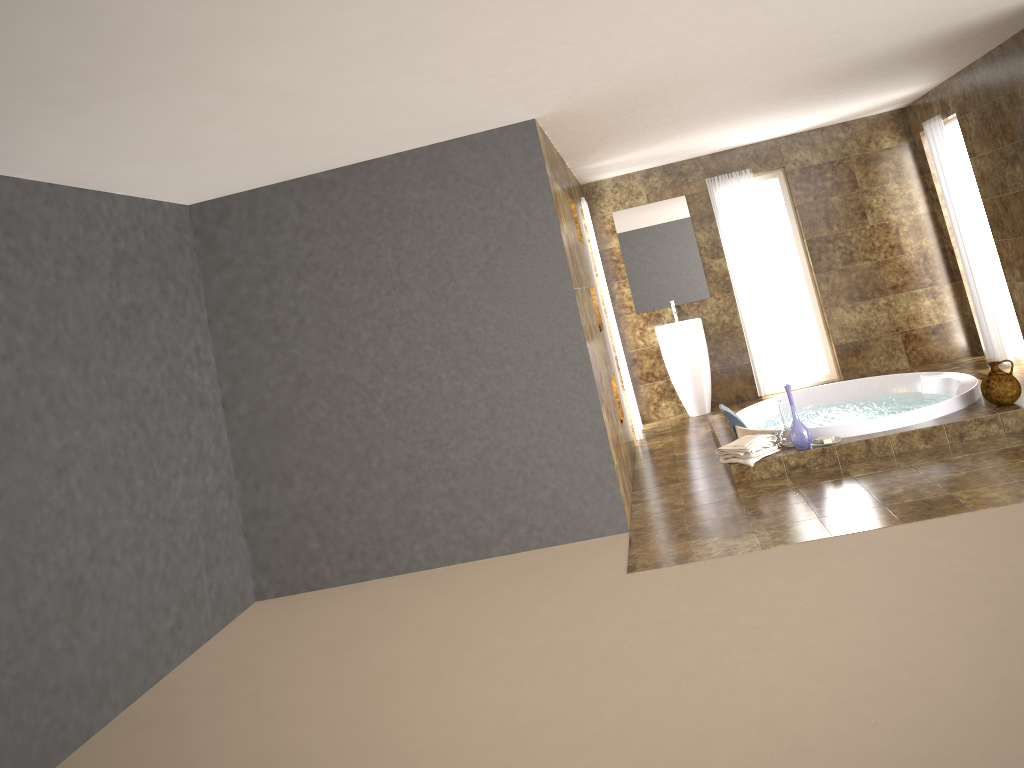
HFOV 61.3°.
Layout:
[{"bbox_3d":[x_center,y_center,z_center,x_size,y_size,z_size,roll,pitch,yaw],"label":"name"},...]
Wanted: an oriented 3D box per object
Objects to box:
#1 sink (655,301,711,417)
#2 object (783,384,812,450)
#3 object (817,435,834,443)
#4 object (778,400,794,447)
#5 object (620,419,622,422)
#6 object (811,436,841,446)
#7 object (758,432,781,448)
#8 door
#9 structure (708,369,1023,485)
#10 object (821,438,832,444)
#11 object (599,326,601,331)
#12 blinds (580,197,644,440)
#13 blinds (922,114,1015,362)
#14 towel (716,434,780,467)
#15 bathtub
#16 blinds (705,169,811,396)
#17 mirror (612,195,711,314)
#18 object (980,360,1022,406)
[{"bbox_3d":[1.718,-0.262,8.521,0.454,1.152,0.432,-13,-6,11],"label":"sink"},{"bbox_3d":[1.828,0.206,5.580,0.134,0.426,0.135,-14,-7,16],"label":"object"},{"bbox_3d":[2.016,0.355,5.551,0.099,0.033,0.062,-11,2,23],"label":"object"},{"bbox_3d":[1.806,0.256,5.714,0.128,0.312,0.129,-14,-6,16],"label":"object"},{"bbox_3d":[0.757,0.174,6.766,0.151,0.278,0.150,-13,-5,9],"label":"object"},{"bbox_3d":[2.014,0.372,5.539,0.190,0.019,0.188,-13,5,-3],"label":"object"},{"bbox_3d":[1.719,0.383,5.833,0.171,0.076,0.167,-13,3,-10],"label":"object"},{"bbox_3d":[4.727,-1.425,7.925,0.929,2.257,0.040,-17,-9,41],"label":"door"},{"bbox_3d":[2.525,0.259,6.384,1.991,0.125,2.006,-12,5,9],"label":"structure"},{"bbox_3d":[1.997,0.361,5.483,0.053,0.034,0.073,-12,3,9],"label":"object"},{"bbox_3d":[0.599,-0.545,6.891,0.173,0.289,0.110,-13,-6,8],"label":"object"},{"bbox_3d":[0.941,-0.650,8.124,0.067,2.308,0.591,-14,-7,10],"label":"blinds"},{"bbox_3d":[4.093,-1.326,7.824,0.068,2.308,0.477,-14,-7,10],"label":"blinds"},{"bbox_3d":[1.534,0.424,5.650,0.328,0.152,0.329,-14,3,-37],"label":"towel"},{"bbox_3d":[2.522,0.252,6.383,1.703,0.529,1.786,-9,5,39],"label":"bathtub"},{"bbox_3d":[2.453,-1.042,8.684,0.516,2.296,0.066,-13,-8,7],"label":"blinds"},{"bbox_3d":[1.528,-1.330,8.886,0.763,1.107,0.008,-13,-8,7],"label":"mirror"},{"bbox_3d":[3.121,-0.005,5.536,0.233,0.279,0.223,-11,-3,-20],"label":"object"}]
